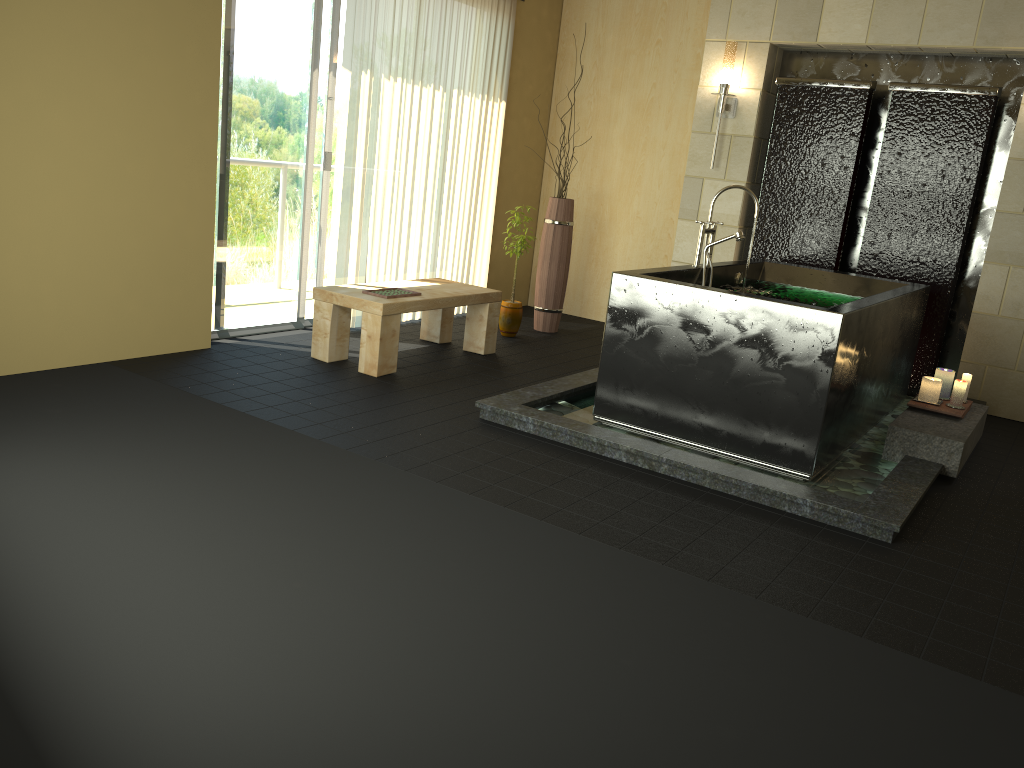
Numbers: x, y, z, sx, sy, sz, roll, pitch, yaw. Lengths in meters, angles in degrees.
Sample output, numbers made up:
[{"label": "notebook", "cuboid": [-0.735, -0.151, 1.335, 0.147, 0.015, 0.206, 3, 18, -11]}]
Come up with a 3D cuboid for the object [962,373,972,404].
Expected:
[{"label": "object", "cuboid": [2.371, 0.021, 4.646, 0.056, 0.151, 0.056, 15, 16, 31]}]

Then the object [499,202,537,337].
[{"label": "object", "cuboid": [0.018, -0.793, 6.164, 0.242, 0.926, 0.267, 2, 14, -19]}]

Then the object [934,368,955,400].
[{"label": "object", "cuboid": [2.276, -0.001, 4.686, 0.112, 0.154, 0.112, 14, 15, 27]}]

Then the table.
[{"label": "table", "cuboid": [-0.601, -0.366, 5.279, 0.514, 0.399, 1.126, 15, 16, 31]}]

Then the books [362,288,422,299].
[{"label": "books", "cuboid": [-0.671, -0.510, 4.967, 0.182, 0.014, 0.294, 15, 17, 31]}]

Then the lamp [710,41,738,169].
[{"label": "lamp", "cuboid": [1.438, -1.899, 6.069, 0.176, 0.834, 0.188, 15, 16, 31]}]

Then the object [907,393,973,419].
[{"label": "object", "cuboid": [2.222, 0.110, 4.602, 0.254, 0.031, 0.442, 15, 17, 31]}]

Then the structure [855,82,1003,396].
[{"label": "structure", "cuboid": [2.540, -0.850, 5.683, 0.642, 2.060, 0.094, 15, 16, 31]}]

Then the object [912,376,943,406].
[{"label": "object", "cuboid": [2.152, 0.031, 4.563, 0.131, 0.124, 0.131, 15, 16, 31]}]

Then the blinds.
[{"label": "blinds", "cuboid": [-0.537, -1.710, 6.089, 0.064, 2.571, 1.947, 14, 16, 30]}]

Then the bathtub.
[{"label": "bathtub", "cuboid": [1.484, -0.441, 4.777, 1.069, 1.158, 2.135, 15, 16, 31]}]

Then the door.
[{"label": "door", "cuboid": [-1.426, -1.424, 5.210, 0.063, 2.325, 1.039, 14, 16, 30]}]

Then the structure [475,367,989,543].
[{"label": "structure", "cuboid": [1.669, 0.220, 5.292, 1.976, 0.634, 3.806, 15, 17, 31]}]

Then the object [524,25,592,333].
[{"label": "object", "cuboid": [0.295, -1.467, 6.427, 0.468, 2.173, 0.464, 5, 14, -7]}]

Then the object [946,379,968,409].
[{"label": "object", "cuboid": [2.269, 0.051, 4.507, 0.091, 0.139, 0.091, 14, 15, 27]}]

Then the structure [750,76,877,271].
[{"label": "structure", "cuboid": [1.941, -1.015, 6.059, 0.642, 2.060, 0.094, 15, 16, 31]}]
